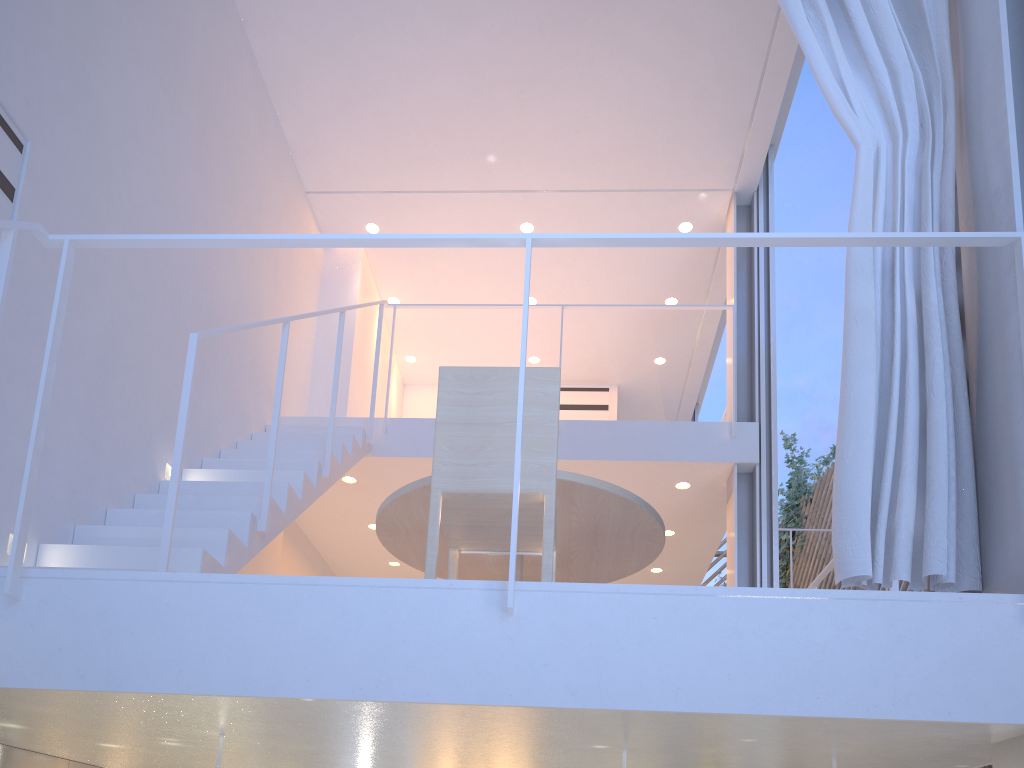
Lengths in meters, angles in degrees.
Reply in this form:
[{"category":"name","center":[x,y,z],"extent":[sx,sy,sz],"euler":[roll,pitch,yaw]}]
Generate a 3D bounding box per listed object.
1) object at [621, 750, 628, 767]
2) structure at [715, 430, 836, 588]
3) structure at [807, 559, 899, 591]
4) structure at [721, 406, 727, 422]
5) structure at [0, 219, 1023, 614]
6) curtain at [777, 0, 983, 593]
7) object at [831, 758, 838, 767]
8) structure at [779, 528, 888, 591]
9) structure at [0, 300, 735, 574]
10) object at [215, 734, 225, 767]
[{"category":"object","center":[0.183,0.633,1.341],"extent":[0.029,0.070,0.032],"euler":[-1,-16,15]},{"category":"structure","center":[2.212,3.085,7.647],"extent":[1.118,3.954,3.748],"euler":[2,-21,3]},{"category":"structure","center":[0.832,0.657,2.039],"extent":[0.028,0.479,1.948],"euler":[2,-29,5]},{"category":"structure","center":[1.006,0.550,4.103],"extent":[0.028,0.479,1.950],"euler":[2,-29,5]},{"category":"structure","center":[-0.086,0.161,0.287],"extent":[1.365,1.564,1.639],"euler":[1,-22,4]},{"category":"curtain","center":[0.471,-0.759,1.386],"extent":[0.516,2.134,0.107],"euler":[3,-12,1]},{"category":"object","center":[-0.303,1.472,2.166],"extent":[1.672,0.715,2.111],"euler":[2,-29,2]},{"category":"structure","center":[1.711,1.147,5.045],"extent":[1.139,0.503,0.030],"euler":[1,-12,4]},{"category":"structure","center":[-0.196,0.074,1.133],"extent":[1.730,2.880,4.175],"euler":[2,-24,4]},{"category":"object","center":[-0.493,0.627,1.386],"extent":[0.029,0.070,0.032],"euler":[-1,-16,15]}]
